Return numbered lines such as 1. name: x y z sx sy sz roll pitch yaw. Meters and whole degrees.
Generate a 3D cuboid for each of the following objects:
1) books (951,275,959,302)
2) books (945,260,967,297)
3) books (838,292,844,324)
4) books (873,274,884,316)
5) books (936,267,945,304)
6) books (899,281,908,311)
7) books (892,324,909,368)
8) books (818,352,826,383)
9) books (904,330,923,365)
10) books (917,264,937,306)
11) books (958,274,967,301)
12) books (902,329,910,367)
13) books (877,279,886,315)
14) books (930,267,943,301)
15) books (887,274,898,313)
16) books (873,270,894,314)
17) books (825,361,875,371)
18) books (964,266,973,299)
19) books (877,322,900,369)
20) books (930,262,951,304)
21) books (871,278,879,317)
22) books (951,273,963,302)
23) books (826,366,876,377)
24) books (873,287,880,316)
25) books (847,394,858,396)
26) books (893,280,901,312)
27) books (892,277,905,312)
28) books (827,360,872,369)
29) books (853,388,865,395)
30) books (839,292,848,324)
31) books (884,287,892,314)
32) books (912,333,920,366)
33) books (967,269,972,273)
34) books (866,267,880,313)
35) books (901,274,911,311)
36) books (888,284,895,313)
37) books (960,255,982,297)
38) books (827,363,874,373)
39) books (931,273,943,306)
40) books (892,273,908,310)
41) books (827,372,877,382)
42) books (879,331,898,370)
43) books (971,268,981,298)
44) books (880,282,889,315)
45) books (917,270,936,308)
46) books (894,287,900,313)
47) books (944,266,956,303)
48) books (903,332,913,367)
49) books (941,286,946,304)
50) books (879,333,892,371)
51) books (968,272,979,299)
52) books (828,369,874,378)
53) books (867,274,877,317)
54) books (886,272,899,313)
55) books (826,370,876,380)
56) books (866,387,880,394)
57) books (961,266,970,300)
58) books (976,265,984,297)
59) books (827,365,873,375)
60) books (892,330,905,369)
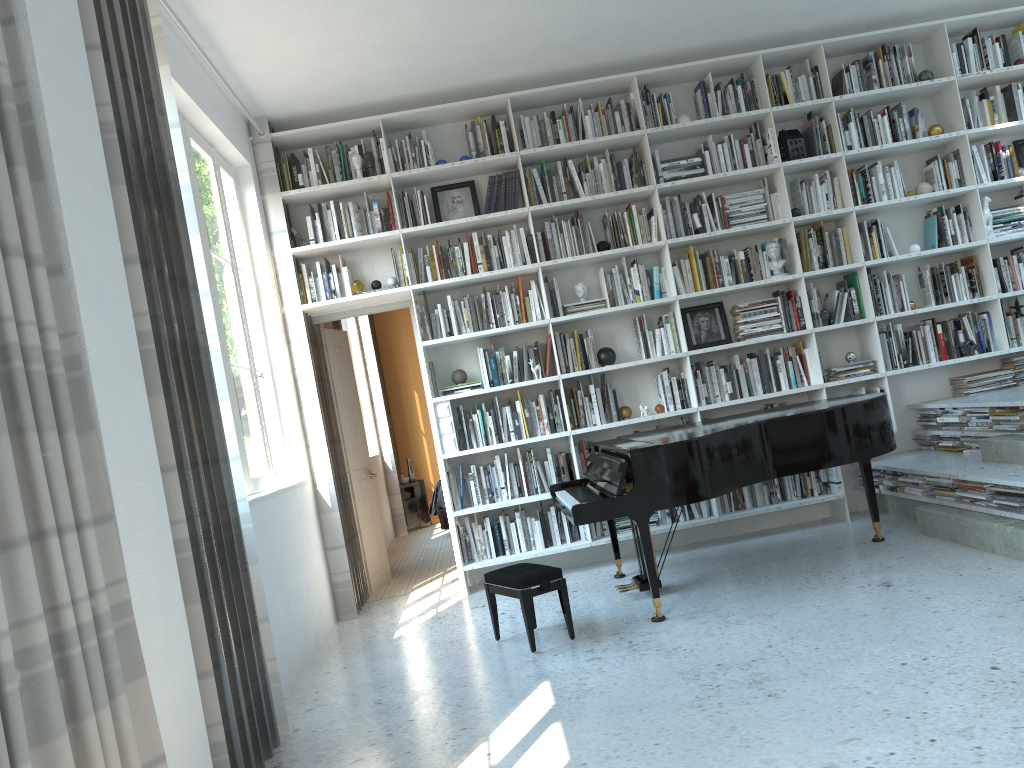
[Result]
1. books: 2.953 -0.631 6.004 0.018 0.182 0.182 -10 -1 -3
2. books: 3.013 -0.689 6.017 0.006 0.274 0.173 -10 -1 -3
3. books: 2.195 -0.505 6.000 0.090 0.215 0.139 -10 -1 -3
4. books: 2.449 -0.589 5.991 0.005 0.283 0.159 -10 -1 -3
5. books: 2.871 -0.655 6.022 0.008 0.259 0.158 -10 -1 -3
6. books: 2.610 -0.580 6.003 0.014 0.207 0.180 -10 -1 -3
7. books: 2.593 -0.250 5.979 0.030 0.294 0.188 -10 -1 -3
8. books: 2.056 -0.107 5.985 0.030 0.210 0.136 -10 -1 -3
9. books: 2.712 -0.240 6.010 0.029 0.234 0.142 -10 -1 -3
10. books: 2.826 -0.662 6.034 0.016 0.289 0.131 -10 -1 -3
11. books: 3.010 -0.642 6.012 0.019 0.183 0.190 -10 -1 -3
12. books: 2.614 -0.244 5.989 0.010 0.277 0.174 -10 -1 -3
13. books: 2.461 -0.574 5.993 0.013 0.248 0.165 -10 -1 -3
14. books: 2.859 -0.654 6.022 0.015 0.262 0.149 -10 -1 -3
15. books: 2.540 -0.598 5.998 0.012 0.267 0.183 -10 -1 -3
16. books: 2.506 -0.607 5.991 0.014 0.297 0.175 -10 -1 -3
17. books: 2.253 -0.119 5.928 0.285 0.012 0.159 -11 -2 2
18. books: 3.063 -0.676 6.031 0.021 0.231 0.155 -10 -1 -3
19. books: 2.535 -0.250 5.978 0.010 0.316 0.187 -10 -1 -3
20. books: 2.912 -0.675 6.030 0.007 0.285 0.159 -10 -1 -3
21. books: 2.417 -0.582 5.997 0.006 0.281 0.155 -10 -1 -3
22. books: 2.992 -0.645 6.016 0.015 0.195 0.175 -10 -1 -3
23. books: 2.260 -0.083 5.925 0.285 0.012 0.159 -11 -2 1
24. books: 2.433 -0.546 6.004 0.013 0.204 0.154 -10 -1 -3
25. books: 2.283 0.200 5.883 0.005 0.264 0.162 -10 -1 -3
26. books: 2.583 -0.582 6.015 0.008 0.223 0.134 -10 -1 -3
27. books: 2.593 -0.592 6.006 0.015 0.238 0.176 -10 -1 -3
28. books: 2.251 -0.131 5.922 0.254 0.012 0.161 -11 -2 7
29. books: 2.324 0.174 5.895 0.032 0.300 0.149 -10 -1 -3
30. books: 2.209 -0.502 5.990 0.091 0.205 0.169 -10 -1 -3
31. books: 2.503 -0.550 5.991 0.013 0.186 0.184 -10 -1 -3
32. books: 2.694 -0.228 5.999 0.011 0.217 0.175 -10 -1 -3
33. books: 3.099 -0.669 6.033 0.016 0.205 0.141 -10 -1 -3
34. books: 2.430 -0.615 6.015 0.007 0.342 0.149 -10 -1 -3
35. books: 2.633 -0.606 6.010 0.013 0.251 0.172 -10 -1 -3
36. books: 2.533 -0.564 6.008 0.013 0.203 0.167 -10 -1 -3
37. books: 3.116 -0.719 6.018 0.007 0.295 0.162 -10 -1 -3
38. books: 2.255 -0.107 5.919 0.254 0.012 0.161 -10 -2 -2
39. books: 2.849 -0.629 6.007 0.015 0.215 0.177 -10 -1 -3
40. books: 2.619 -0.609 6.009 0.014 0.261 0.142 -10 -1 -3
41. books: 2.266 -0.047 5.925 0.285 0.012 0.159 -11 -2 1
42. books: 2.523 -0.220 5.975 0.023 0.262 0.186 -10 -1 -3
43. books: 3.114 -0.672 6.024 0.013 0.204 0.158 -10 -1 -3
44. books: 2.475 -0.565 5.983 0.011 0.226 0.188 -10 -1 -3
45. books: 2.813 -0.640 6.021 0.019 0.251 0.130 -10 -1 -3
46. books: 2.577 -0.559 6.013 0.013 0.179 0.140 -10 -1 -3
47. books: 2.929 -0.662 6.004 0.018 0.251 0.184 -10 -1 -3
48. books: 2.655 -0.228 5.996 0.065 0.231 0.162 -10 -1 -3
49. books: 2.895 -0.633 6.041 0.031 0.208 0.122 -10 -1 -3
50. books: 2.506 -0.212 5.994 0.012 0.254 0.161 -10 -1 -3
51. books: 3.087 -0.655 6.004 0.016 0.180 0.189 -10 -1 -3
52. books: 2.262 -0.071 5.927 0.254 0.012 0.161 -11 -2 4
53. books: 2.404 -0.587 5.998 0.018 0.295 0.177 -10 -1 -3
54. books: 2.557 -0.609 6.015 0.006 0.285 0.159 -10 -1 -3
55. books: 2.265 -0.059 5.930 0.285 0.012 0.159 -11 -2 3
56. books: 2.414 0.165 5.880 0.021 0.285 0.172 -10 -1 -3
57. books: 3.029 -0.669 6.016 0.018 0.229 0.182 -10 -1 -3
58. books: 3.154 -0.689 6.041 0.009 0.223 0.146 -10 -1 -3
59. books: 2.258 -0.095 5.930 0.254 0.012 0.161 -11 -2 3
60. books: 2.571 -0.226 5.979 0.023 0.256 0.178 -10 -1 -3
